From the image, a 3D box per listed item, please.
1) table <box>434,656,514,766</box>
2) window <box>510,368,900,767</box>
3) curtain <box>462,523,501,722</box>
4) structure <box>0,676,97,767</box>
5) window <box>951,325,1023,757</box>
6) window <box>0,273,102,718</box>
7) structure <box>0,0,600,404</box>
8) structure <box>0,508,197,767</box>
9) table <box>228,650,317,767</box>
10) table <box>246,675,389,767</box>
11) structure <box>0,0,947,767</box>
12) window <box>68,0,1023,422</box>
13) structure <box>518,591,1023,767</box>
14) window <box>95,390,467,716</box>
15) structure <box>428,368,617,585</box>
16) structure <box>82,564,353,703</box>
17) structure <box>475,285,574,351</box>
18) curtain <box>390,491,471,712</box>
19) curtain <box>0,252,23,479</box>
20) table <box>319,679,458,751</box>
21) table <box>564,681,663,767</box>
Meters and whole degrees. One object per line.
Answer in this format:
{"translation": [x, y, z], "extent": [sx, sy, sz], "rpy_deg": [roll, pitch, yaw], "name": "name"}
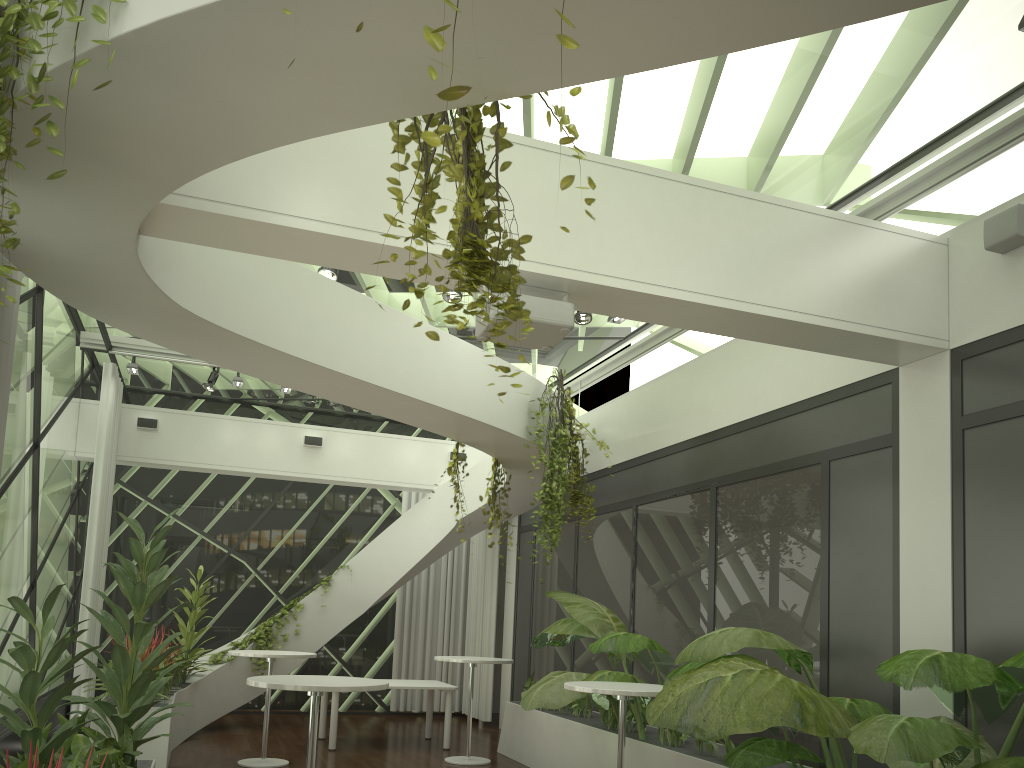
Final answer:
{"translation": [-0.434, 3.499, 9.400], "extent": [0.855, 1.074, 0.878], "rpy_deg": [0, -10, 16], "name": "table"}
{"translation": [1.253, 2.339, 8.839], "extent": [0.050, 3.168, 7.344], "rpy_deg": [5, -14, -19], "name": "window"}
{"translation": [-0.419, 2.901, 13.053], "extent": [0.161, 4.009, 1.014], "rpy_deg": [5, -7, -20], "name": "curtain"}
{"translation": [-3.323, 2.447, 4.902], "extent": [0.260, 0.492, 15.478], "rpy_deg": [5, -15, -18], "name": "structure"}
{"translation": [3.777, 0.534, 1.781], "extent": [0.050, 3.168, 7.253], "rpy_deg": [5, -14, -19], "name": "window"}
{"translation": [-3.148, 0.256, 4.417], "extent": [0.084, 4.533, 17.132], "rpy_deg": [5, -15, -19], "name": "window"}
{"translation": [-0.291, -0.805, 2.476], "extent": [4.651, 2.269, 1.474], "rpy_deg": [-7, -12, 34], "name": "structure"}
{"translation": [-1.634, 1.094, 3.333], "extent": [0.858, 1.563, 3.401], "rpy_deg": [5, -14, -19], "name": "structure"}
{"translation": [-2.417, 3.223, 8.706], "extent": [0.855, 1.074, 0.878], "rpy_deg": [0, -10, 16], "name": "table"}
{"translation": [-1.215, 2.363, 5.345], "extent": [0.855, 1.074, 0.878], "rpy_deg": [0, -10, 16], "name": "table"}
{"translation": [0.977, 0.126, 0.877], "extent": [5.936, 4.125, 24.966], "rpy_deg": [5, -15, -13], "name": "structure"}
{"translation": [-0.384, -1.607, 5.602], "extent": [5.718, 0.054, 17.099], "rpy_deg": [8, -16, -18], "name": "window"}
{"translation": [1.241, 2.148, 5.631], "extent": [1.791, 1.677, 9.101], "rpy_deg": [6, -15, -18], "name": "structure"}
{"translation": [-3.253, 2.633, 13.171], "extent": [5.768, 4.553, 0.038], "rpy_deg": [7, -7, -19], "name": "window"}
{"translation": [0.077, 0.879, 8.352], "extent": [1.443, 2.031, 1.668], "rpy_deg": [-4, -12, 35], "name": "structure"}
{"translation": [-3.616, 2.664, 9.803], "extent": [2.032, 1.632, 4.904], "rpy_deg": [0, -14, 12], "name": "structure"}
{"translation": [0.060, -0.367, 4.584], "extent": [0.464, 0.270, 0.396], "rpy_deg": [7, -13, -19], "name": "structure"}
{"translation": [-1.181, 3.025, 13.633], "extent": [1.236, 4.009, 0.162], "rpy_deg": [5, -7, -20], "name": "curtain"}
{"translation": [-2.705, 0.423, 4.305], "extent": [0.161, 4.009, 1.060], "rpy_deg": [5, -7, -20], "name": "curtain"}
{"translation": [-1.509, 3.909, 10.390], "extent": [1.508, 0.703, 1.091], "rpy_deg": [7, -13, -19], "name": "table"}
{"translation": [0.768, 2.640, 6.040], "extent": [0.855, 1.074, 0.878], "rpy_deg": [0, -10, 16], "name": "table"}
